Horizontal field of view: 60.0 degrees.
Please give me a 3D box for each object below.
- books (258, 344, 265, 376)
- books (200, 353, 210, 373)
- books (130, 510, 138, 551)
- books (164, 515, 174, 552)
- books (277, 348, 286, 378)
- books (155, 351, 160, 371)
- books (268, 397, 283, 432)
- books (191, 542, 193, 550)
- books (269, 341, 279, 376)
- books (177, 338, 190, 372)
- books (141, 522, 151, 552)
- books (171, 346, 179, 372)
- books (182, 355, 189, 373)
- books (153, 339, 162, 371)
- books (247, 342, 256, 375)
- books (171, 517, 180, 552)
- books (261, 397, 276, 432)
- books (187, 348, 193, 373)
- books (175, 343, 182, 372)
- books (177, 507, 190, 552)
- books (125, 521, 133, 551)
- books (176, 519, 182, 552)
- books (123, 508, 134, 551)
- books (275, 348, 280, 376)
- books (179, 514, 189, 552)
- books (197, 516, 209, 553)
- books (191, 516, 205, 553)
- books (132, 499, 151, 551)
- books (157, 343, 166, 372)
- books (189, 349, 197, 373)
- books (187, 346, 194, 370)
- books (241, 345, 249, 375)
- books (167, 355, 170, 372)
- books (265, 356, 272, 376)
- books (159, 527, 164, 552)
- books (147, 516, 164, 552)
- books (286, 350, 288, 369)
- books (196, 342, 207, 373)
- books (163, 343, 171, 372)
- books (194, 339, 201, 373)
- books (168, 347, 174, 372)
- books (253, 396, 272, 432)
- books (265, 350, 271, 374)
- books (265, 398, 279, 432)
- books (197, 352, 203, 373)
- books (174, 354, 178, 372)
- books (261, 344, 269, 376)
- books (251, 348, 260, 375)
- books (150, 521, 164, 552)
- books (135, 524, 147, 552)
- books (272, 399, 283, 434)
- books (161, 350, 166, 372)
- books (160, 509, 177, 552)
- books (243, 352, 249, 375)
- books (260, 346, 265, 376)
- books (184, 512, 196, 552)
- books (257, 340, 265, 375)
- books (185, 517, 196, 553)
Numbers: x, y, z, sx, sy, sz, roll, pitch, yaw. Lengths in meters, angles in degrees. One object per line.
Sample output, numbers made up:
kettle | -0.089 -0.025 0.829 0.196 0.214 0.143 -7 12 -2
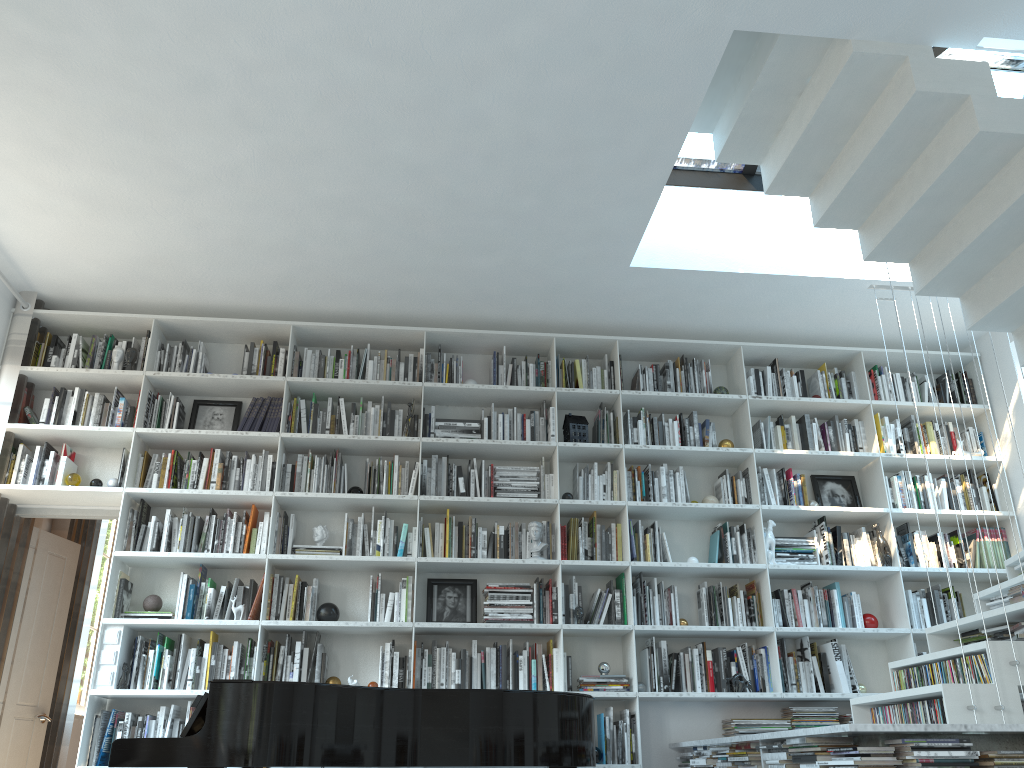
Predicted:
books | -1.600 -0.096 5.687 0.013 0.282 0.167 2 -23 -6
books | -1.958 -0.073 5.644 0.013 0.209 0.137 2 -23 -6
books | -2.185 0.889 5.173 0.027 0.265 0.176 2 -23 -6
books | -1.999 0.909 5.196 0.011 0.245 0.177 2 -23 -6
books | -1.472 -0.080 5.689 0.031 0.253 0.179 2 -23 -6
books | -2.227 -0.087 5.604 0.017 0.203 0.143 2 -23 -6
books | -1.478 0.247 5.564 0.078 0.284 0.175 2 -23 -6
books | -1.861 0.943 5.223 0.010 0.203 0.139 2 -23 -6
books | -1.520 -0.106 5.682 0.025 0.296 0.164 2 -23 -6
books | -2.076 -0.123 5.616 0.015 0.278 0.191 2 -23 -6
books | -2.120 0.926 5.188 0.042 0.208 0.144 2 -23 -6
books | -2.129 -0.100 5.622 0.016 0.242 0.157 2 -23 -6
books | -2.058 -0.071 5.615 0.026 0.182 0.162 2 -23 -6
books | -2.240 -0.121 5.626 0.007 0.284 0.160 2 -23 -6
books | -1.660 -0.101 5.671 0.024 0.278 0.188 2 -23 -6
books | -1.972 0.921 5.220 0.049 0.241 0.140 2 -23 -6
books | -1.523 0.245 5.560 0.078 0.284 0.175 2 -23 -6
books | -2.025 -0.088 5.622 0.013 0.218 0.182 2 -23 -6
books | -2.100 -0.109 5.625 0.016 0.259 0.155 2 -23 -6
books | -1.925 0.891 5.215 0.011 0.292 0.184 2 -23 -6
books | -2.210 0.920 5.175 0.026 0.208 0.155 2 -23 -6
books | -1.938 0.921 5.204 0.014 0.229 0.149 2 -23 -6
books | -2.230 0.889 5.196 0.012 0.284 0.160 2 -23 -6
books | -1.499 -0.079 5.699 0.022 0.259 0.153 2 -23 -6
books | -1.908 0.910 5.201 0.021 0.246 0.189 2 -23 -6
books | -1.810 0.921 5.238 0.048 0.255 0.142 2 -23 -6
books | -1.843 0.919 5.215 0.023 0.241 0.185 2 -23 -6
books | -2.166 0.857 5.185 0.012 0.332 0.185 2 -23 -6
books | -2.216 -0.109 5.621 0.007 0.257 0.157 2 -23 -6
books | -2.008 -0.087 5.617 0.021 0.213 0.174 2 -23 -6
books | -2.039 -0.100 5.636 0.013 0.251 0.130 2 -23 -6
books | -1.708 -0.095 5.682 0.013 0.276 0.151 2 -23 -6
books | -2.160 -0.074 5.620 0.017 0.193 0.130 2 -23 -6
books | -1.547 -0.054 5.669 0.027 0.189 0.178 2 -23 -6
books | -2.041 0.946 5.209 0.021 0.187 0.130 2 -23 -6
books | -2.087 0.909 5.182 0.022 0.234 0.178 2 -23 -6
books | -1.437 -0.072 5.705 0.039 0.251 0.147 2 -23 -6
books | -1.987 -0.110 5.664 0.015 0.292 0.131 2 -23 -6
books | -2.173 -0.106 5.616 0.012 0.248 0.180 2 -23 -6
books | -1.996 -0.119 5.654 0.007 0.300 0.146 2 -23 -6
books | -2.143 -0.095 5.612 0.013 0.224 0.177 2 -23 -6
books | -1.554 0.239 5.537 0.097 0.281 0.175 2 -23 -6
books | -1.569 -0.074 5.702 0.013 0.253 0.130 2 -23 -6
books | -1.501 0.248 5.566 0.078 0.284 0.175 2 -23 -6
books | -1.970 -0.074 5.632 0.014 0.201 0.171 2 -23 -6
books | -2.116 -0.073 5.622 0.014 0.191 0.147 2 -23 -6
books | -1.578 -0.095 5.678 0.011 0.273 0.184 2 -23 -6
books | -1.633 -0.086 5.667 0.028 0.248 0.156 2 -23 -6
books | -2.061 0.920 5.169 0.028 0.203 0.189 2 -23 -6
books | -2.142 0.930 5.164 0.037 0.181 0.190 2 -24 -6
books | -1.454 0.243 5.554 0.078 0.284 0.175 2 -23 -6
books | -2.196 -0.086 5.613 0.032 0.209 0.159 2 -23 -6
books | -2.017 0.896 5.209 0.023 0.280 0.175 2 -23 -6
books | -1.686 -0.072 5.661 0.028 0.217 0.153 2 -23 -6
books | -1.588 -0.091 5.674 0.010 0.262 0.157 2 -23 -6
books | -1.894 0.907 5.223 0.011 0.269 0.158 2 -23 -6
books | -1.616 -0.108 5.707 0.014 0.319 0.137 2 -23 -6
books | -1.875 0.916 5.203 0.024 0.236 0.167 2 -23 -6
